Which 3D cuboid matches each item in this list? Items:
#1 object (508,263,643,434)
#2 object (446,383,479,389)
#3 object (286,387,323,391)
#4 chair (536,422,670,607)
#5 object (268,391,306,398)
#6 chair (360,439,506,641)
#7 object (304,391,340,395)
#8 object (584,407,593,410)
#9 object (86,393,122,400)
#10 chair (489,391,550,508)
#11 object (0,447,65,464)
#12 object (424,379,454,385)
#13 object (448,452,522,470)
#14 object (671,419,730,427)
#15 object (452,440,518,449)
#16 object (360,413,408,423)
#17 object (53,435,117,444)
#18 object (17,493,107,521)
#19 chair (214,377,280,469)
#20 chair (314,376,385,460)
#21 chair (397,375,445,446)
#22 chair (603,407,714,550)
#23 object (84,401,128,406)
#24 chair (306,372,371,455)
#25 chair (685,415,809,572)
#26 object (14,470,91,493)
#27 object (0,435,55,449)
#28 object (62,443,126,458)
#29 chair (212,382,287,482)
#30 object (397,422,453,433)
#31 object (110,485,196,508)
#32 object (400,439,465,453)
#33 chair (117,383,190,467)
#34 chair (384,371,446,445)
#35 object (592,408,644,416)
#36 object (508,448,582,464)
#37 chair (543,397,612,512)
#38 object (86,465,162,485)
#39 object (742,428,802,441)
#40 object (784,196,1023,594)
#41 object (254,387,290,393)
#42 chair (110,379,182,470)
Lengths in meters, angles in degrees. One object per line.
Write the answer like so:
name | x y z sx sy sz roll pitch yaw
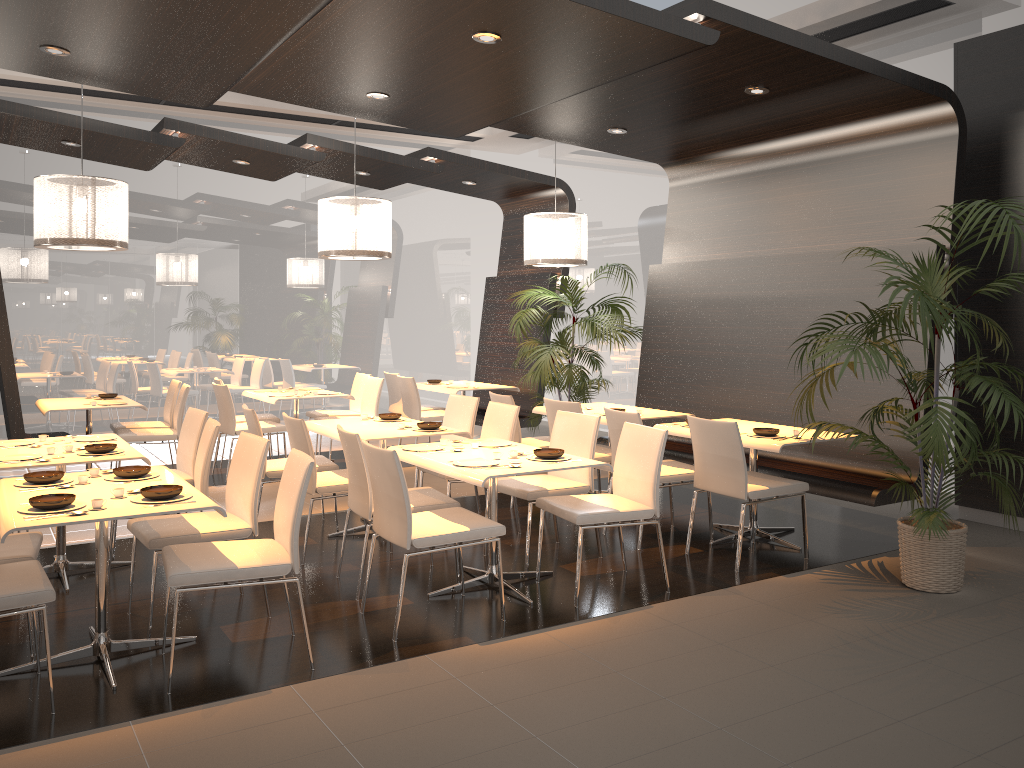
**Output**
object | 0.649 -0.225 8.955 1.505 2.060 1.563 0 2 -19
object | -0.524 0.020 9.529 0.335 0.038 0.377 -3 5 -38
object | -2.195 0.039 9.286 0.335 0.038 0.377 -4 6 -43
chair | 0.505 0.679 4.850 0.605 0.874 0.484 -1 1 -24
object | -2.156 0.098 8.501 0.335 0.038 0.377 -3 5 -38
chair | -0.409 0.716 4.369 0.605 0.874 0.484 -1 1 -29
object | -1.884 0.079 8.754 0.335 0.038 0.377 -4 6 -43
object | 0.494 0.184 7.339 0.335 0.038 0.377 -3 5 -38
object | -3.802 0.115 8.242 0.303 0.044 0.365 -3 5 -33
chair | 0.150 0.503 7.193 0.605 0.874 0.484 -1 1 -24
object | -2.585 0.382 4.729 0.335 0.038 0.377 -3 5 -38
object | -0.844 -0.023 10.058 0.303 0.044 0.365 -3 5 -33
object | -0.120 0.394 4.548 0.335 0.038 0.377 -3 5 -38
object | 1.327 0.272 6.127 0.303 0.044 0.365 -3 5 -33
object | -0.186 0.342 5.249 0.335 0.038 0.377 -4 6 -43
object | -0.937 0.244 6.509 0.303 0.044 0.365 -3 5 -33
object | -2.644 0.326 5.475 0.335 0.038 0.377 -4 6 -43
object | -1.780 0.472 3.494 0.303 0.044 0.365 -3 5 -33
chair | -2.698 0.369 8.967 0.605 0.869 0.484 -1 1 -24
chair | -1.614 0.377 8.852 0.605 0.869 0.484 -1 1 -29
chair | -0.876 0.344 9.319 0.605 0.874 0.484 -1 1 -29
chair | 0.963 0.594 5.943 0.605 0.869 0.484 -1 1 -24
object | -3.552 0.157 7.722 0.335 0.038 0.377 -4 6 -43
chair | -1.841 0.334 9.458 0.605 0.874 0.484 -1 1 -29
chair | 1.437 0.630 5.467 0.605 0.869 0.484 -1 1 -29
object | -2.096 0.432 4.029 0.303 0.044 0.365 -3 5 -33
object | -2.908 0.343 5.251 0.335 0.038 0.377 -3 5 -38
object | -2.333 0.363 4.936 0.303 0.044 0.365 -3 5 -33
chair | -2.477 0.421 8.301 0.605 0.874 0.484 -1 1 -34
object | -0.596 0.286 5.956 0.303 0.044 0.365 -3 5 -33
object | -1.500 0.456 3.693 0.303 0.044 0.365 -3 5 -33
object | -0.443 0.355 5.070 0.335 0.038 0.377 -3 5 -38
chair | -3.183 0.452 7.861 0.605 0.869 0.484 -1 1 -24
chair | -1.103 0.296 9.925 0.605 0.869 0.484 -1 1 -29
object | 0.837 0.218 6.843 0.303 0.044 0.365 -3 5 -33
object | 0.158 0.377 4.737 0.303 0.044 0.365 -3 5 -33
chair | 0.587 0.541 6.685 0.605 0.874 0.484 -1 1 -34
object | -1.835 0.420 4.183 0.303 0.044 0.365 -3 5 -33
object | 1.656 0.310 5.616 0.303 0.044 0.365 -3 5 -33
object | 2.276 0.088 4.783 1.561 2.060 1.506 0 1 14
object | -2.450 0.058 9.035 0.335 0.038 0.377 -3 5 -38
chair | -3.479 0.412 8.424 0.605 0.874 0.484 -1 1 -29
